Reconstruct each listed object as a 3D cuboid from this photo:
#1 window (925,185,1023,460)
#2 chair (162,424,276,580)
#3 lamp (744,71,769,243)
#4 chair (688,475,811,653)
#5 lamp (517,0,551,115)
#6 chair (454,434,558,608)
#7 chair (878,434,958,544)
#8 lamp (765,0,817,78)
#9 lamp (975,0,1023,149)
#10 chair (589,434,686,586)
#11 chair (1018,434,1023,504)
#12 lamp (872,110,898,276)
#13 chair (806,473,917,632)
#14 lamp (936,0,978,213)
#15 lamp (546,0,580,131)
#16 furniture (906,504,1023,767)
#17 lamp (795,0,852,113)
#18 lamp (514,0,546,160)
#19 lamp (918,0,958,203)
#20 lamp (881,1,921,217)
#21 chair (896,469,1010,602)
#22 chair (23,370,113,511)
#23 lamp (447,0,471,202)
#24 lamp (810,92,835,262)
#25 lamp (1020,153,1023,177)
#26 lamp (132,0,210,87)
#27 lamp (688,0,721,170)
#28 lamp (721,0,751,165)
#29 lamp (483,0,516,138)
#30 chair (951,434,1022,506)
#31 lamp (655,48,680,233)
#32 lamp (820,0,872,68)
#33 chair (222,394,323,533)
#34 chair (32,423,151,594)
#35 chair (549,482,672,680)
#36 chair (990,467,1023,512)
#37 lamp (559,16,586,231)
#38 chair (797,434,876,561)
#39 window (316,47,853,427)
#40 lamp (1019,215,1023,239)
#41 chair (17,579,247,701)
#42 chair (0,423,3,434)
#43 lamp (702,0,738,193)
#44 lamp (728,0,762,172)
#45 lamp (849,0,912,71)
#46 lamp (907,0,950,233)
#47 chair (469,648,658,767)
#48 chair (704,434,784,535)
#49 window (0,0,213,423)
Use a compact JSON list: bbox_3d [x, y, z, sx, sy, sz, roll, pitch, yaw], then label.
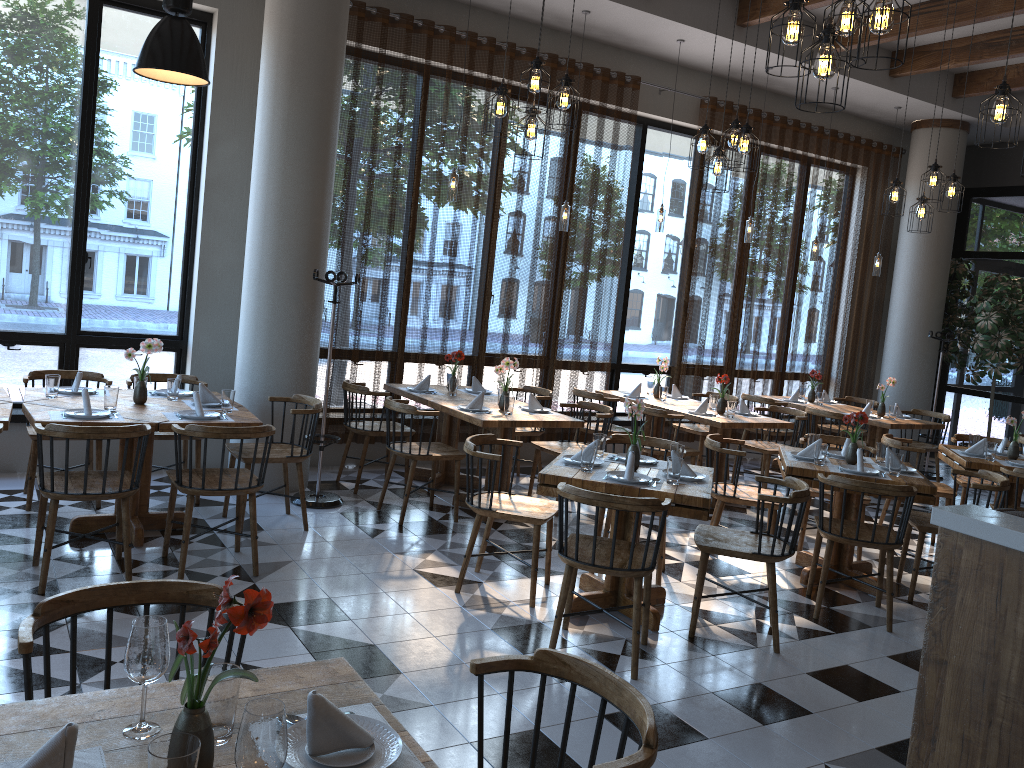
[{"bbox_3d":[7.211,-0.573,11.138,2.183,3.538,2.739,3,6,-31],"label":"window"},{"bbox_3d":[-1.593,0.588,4.778,0.519,0.815,0.552,3,5,-31],"label":"chair"},{"bbox_3d":[2.461,-2.386,8.802,0.078,1.958,0.078,2,5,-42],"label":"lamp"},{"bbox_3d":[1.220,0.892,4.616,0.550,0.815,0.520,7,5,13],"label":"chair"},{"bbox_3d":[0.221,-2.600,5.052,0.175,2.065,0.175,10,5,44],"label":"lamp"},{"bbox_3d":[-0.025,0.732,4.917,0.550,0.815,0.520,7,5,13],"label":"chair"},{"bbox_3d":[3.093,0.839,6.823,0.550,0.815,0.520,7,5,13],"label":"chair"},{"bbox_3d":[1.205,-2.269,3.466,0.175,2.065,0.176,4,4,-25],"label":"lamp"},{"bbox_3d":[2.456,-2.183,4.239,0.175,2.065,0.175,6,4,-4],"label":"lamp"},{"bbox_3d":[0.752,0.759,5.392,0.520,0.815,0.551,7,5,13],"label":"chair"},{"bbox_3d":[4.705,0.895,7.808,0.550,0.815,0.520,7,5,13],"label":"chair"},{"bbox_3d":[4.185,-2.185,9.874,0.078,1.958,0.078,6,4,0],"label":"lamp"},{"bbox_3d":[1.977,0.918,5.078,0.520,0.815,0.551,7,5,13],"label":"chair"},{"bbox_3d":[3.644,-2.422,7.107,0.175,2.065,0.175,9,5,42],"label":"lamp"},{"bbox_3d":[0.395,-2.538,5.161,0.175,2.065,0.175,8,5,33],"label":"lamp"},{"bbox_3d":[4.490,1.172,3.574,6.580,1.147,1.926,2,7,-31],"label":"furniture"},{"bbox_3d":[1.267,-2.066,3.279,0.175,2.065,0.175,5,4,-14],"label":"lamp"},{"bbox_3d":[0.205,-2.397,5.298,0.175,2.065,0.175,10,5,44],"label":"lamp"},{"bbox_3d":[3.456,-2.489,7.026,0.175,2.065,0.176,3,5,-37],"label":"lamp"},{"bbox_3d":[3.303,-2.443,7.381,0.175,2.065,0.175,7,4,20],"label":"lamp"},{"bbox_3d":[2.754,0.945,5.553,0.550,0.815,0.520,7,5,13],"label":"chair"},{"bbox_3d":[-2.895,0.349,5.742,0.519,0.815,0.552,3,5,-31],"label":"chair"},{"bbox_3d":[-0.388,-2.443,7.065,0.078,1.958,0.078,8,5,34],"label":"lamp"},{"bbox_3d":[3.295,-2.273,9.323,0.078,1.958,0.078,10,5,44],"label":"lamp"},{"bbox_3d":[2.661,-2.027,4.213,0.175,2.065,0.175,8,4,29],"label":"lamp"},{"bbox_3d":[-1.724,-2.559,4.672,0.391,1.859,0.390,9,5,36],"label":"lamp"},{"bbox_3d":[1.436,-2.544,6.175,0.175,2.065,0.176,4,4,-24],"label":"lamp"},{"bbox_3d":[1.648,-2.577,6.162,0.175,2.065,0.175,5,4,-13],"label":"lamp"},{"bbox_3d":[0.017,-2.557,5.380,0.175,2.065,0.175,7,4,11],"label":"lamp"},{"bbox_3d":[3.870,0.866,7.298,0.520,0.815,0.551,7,5,13],"label":"chair"},{"bbox_3d":[1.472,-2.386,8.201,0.078,1.958,0.078,4,4,-24],"label":"lamp"},{"bbox_3d":[1.418,-2.303,3.456,0.175,2.065,0.175,5,4,-14],"label":"lamp"},{"bbox_3d":[-1.533,0.494,5.684,0.549,0.815,0.521,3,5,-31],"label":"chair"},{"bbox_3d":[-2.130,0.570,4.449,0.519,0.815,0.552,3,5,-31],"label":"chair"},{"bbox_3d":[0.443,0.865,4.141,0.520,0.815,0.551,7,5,13],"label":"chair"},{"bbox_3d":[3.561,0.973,6.047,0.520,0.815,0.551,7,5,13],"label":"chair"},{"bbox_3d":[0.547,-2.305,7.650,0.078,1.958,0.078,6,4,9],"label":"lamp"},{"bbox_3d":[2.286,0.812,6.329,0.520,0.815,0.551,7,5,13],"label":"chair"},{"bbox_3d":[-1.965,-1.134,5.954,4.506,3.155,15.135,10,7,35],"label":"window"},{"bbox_3d":[4.886,-2.362,8.112,0.175,2.065,0.175,9,5,38],"label":"lamp"},{"bbox_3d":[-0.896,0.954,2.100,0.519,0.815,0.552,3,5,-31],"label":"chair"},{"bbox_3d":[-2.684,0.551,4.110,0.519,0.815,0.552,3,5,-31],"label":"chair"},{"bbox_3d":[1.494,-2.341,5.987,0.175,2.065,0.175,5,4,-13],"label":"lamp"},{"bbox_3d":[1.624,-2.439,5.791,0.175,2.065,0.175,10,5,44],"label":"lamp"},{"bbox_3d":[1.401,-2.163,3.086,0.175,2.065,0.175,9,5,43],"label":"lamp"},{"bbox_3d":[3.474,-2.281,7.269,0.175,2.065,0.176,3,5,-37],"label":"lamp"},{"bbox_3d":[-0.015,1.066,1.900,0.549,0.815,0.521,3,5,-31],"label":"chair"},{"bbox_3d":[1.509,0.785,5.854,0.550,0.815,0.520,7,5,13],"label":"chair"},{"bbox_3d":[-4.549,-1.357,5.592,4.961,3.157,0.366,2,5,-31],"label":"window"}]
